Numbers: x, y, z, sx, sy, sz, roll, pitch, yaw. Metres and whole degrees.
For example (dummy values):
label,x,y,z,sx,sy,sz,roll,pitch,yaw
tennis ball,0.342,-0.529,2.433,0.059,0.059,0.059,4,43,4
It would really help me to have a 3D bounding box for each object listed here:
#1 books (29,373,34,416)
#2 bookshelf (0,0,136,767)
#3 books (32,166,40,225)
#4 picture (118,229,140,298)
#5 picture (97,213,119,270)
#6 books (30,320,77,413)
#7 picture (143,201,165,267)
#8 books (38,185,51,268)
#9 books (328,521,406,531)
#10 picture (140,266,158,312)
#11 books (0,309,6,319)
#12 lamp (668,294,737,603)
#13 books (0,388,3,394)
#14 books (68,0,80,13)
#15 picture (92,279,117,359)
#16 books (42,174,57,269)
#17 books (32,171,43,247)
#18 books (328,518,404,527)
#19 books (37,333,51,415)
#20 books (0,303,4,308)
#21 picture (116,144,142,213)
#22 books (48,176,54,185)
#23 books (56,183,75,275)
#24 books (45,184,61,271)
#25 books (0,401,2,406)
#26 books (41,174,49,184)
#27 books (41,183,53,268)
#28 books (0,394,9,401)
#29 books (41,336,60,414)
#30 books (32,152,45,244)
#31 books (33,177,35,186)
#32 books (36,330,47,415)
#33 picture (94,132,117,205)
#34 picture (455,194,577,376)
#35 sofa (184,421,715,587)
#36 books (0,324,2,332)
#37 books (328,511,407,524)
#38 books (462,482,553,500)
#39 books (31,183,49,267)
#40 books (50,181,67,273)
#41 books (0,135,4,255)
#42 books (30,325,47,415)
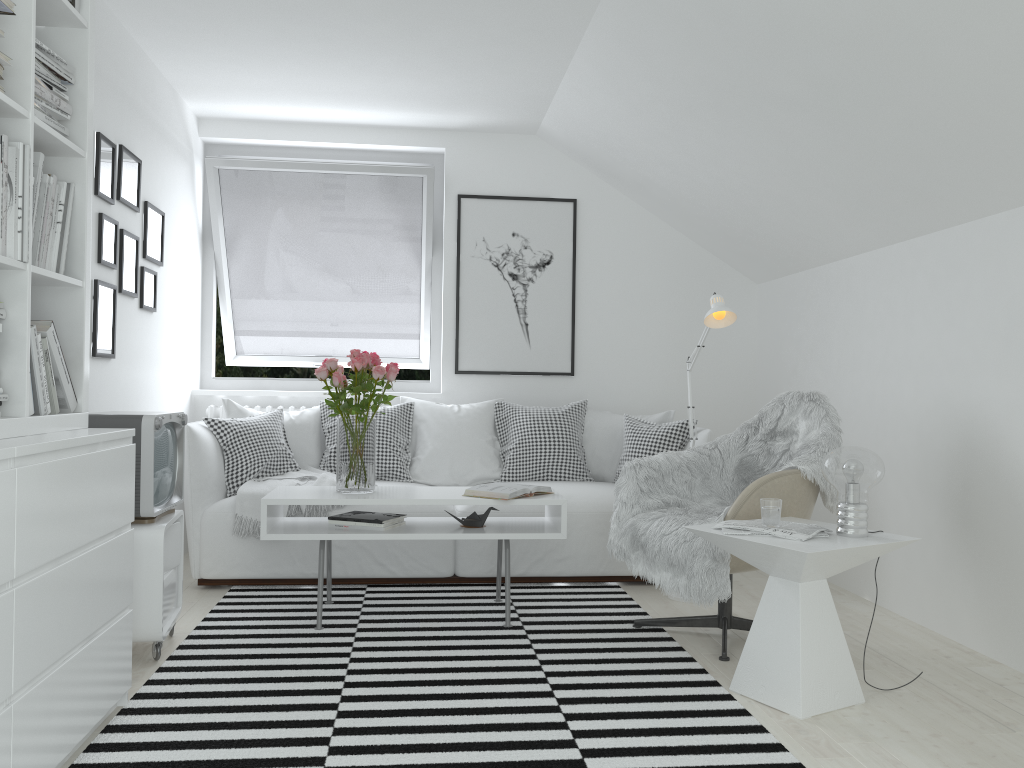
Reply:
label,x,y,z,sx,sy,sz,roll,pitch,yaw
books,-1.317,-0.038,2.250,0.172,0.239,0.093,1,0,-6
bookshelf,-1.246,-0.259,1.828,0.440,2.416,1.595,1,0,-6
books,-1.338,-0.441,2.320,0.159,0.278,0.085,1,0,-6
picture,-1.684,-0.527,3.904,0.018,0.274,0.225,1,0,-6
picture,-1.653,-0.582,3.634,0.018,0.202,0.196,1,0,-6
books,-1.335,-0.045,2.461,0.176,0.255,0.226,1,0,-6
picture,-1.720,-0.717,4.265,0.019,0.266,0.290,1,0,-6
books,-1.351,-0.425,2.408,0.161,0.248,0.077,1,0,-6
books,-0.603,0.583,3.693,0.259,0.014,0.191,1,0,21
picture,-1.718,-0.446,4.195,0.017,0.194,0.218,1,0,-6
books,-1.319,-0.174,2.018,0.176,0.025,0.331,1,0,-6
lamp,0.837,0.303,3.944,0.196,1.373,0.527,1,0,-2
books,-1.320,0.016,2.016,0.182,0.016,0.288,1,0,-6
books,-1.333,-1.200,2.539,0.176,0.290,0.053,1,0,-6
picture,-1.655,-0.259,3.606,0.019,0.306,0.232,1,0,-6
books,-1.379,-0.447,2.467,0.180,0.293,0.103,1,0,-6
books,-1.368,-0.442,2.370,0.182,0.282,0.090,1,0,-6
books,-0.606,0.569,3.696,0.254,0.014,0.191,1,0,19
books,-1.325,-0.027,2.355,0.161,0.218,0.101,1,0,-6
books,-1.309,-0.193,2.022,0.159,0.012,0.285,1,0,-6
picture,-1.674,-0.895,3.884,0.021,0.236,0.275,1,0,-6
books,-1.377,-0.441,2.443,0.182,0.282,0.090,1,0,-6
books,-1.358,-0.442,2.529,0.182,0.282,0.090,1,0,-6
books,-1.376,-0.435,2.489,0.174,0.269,0.091,1,0,-6
books,-1.359,0.045,2.005,0.251,0.012,0.312,1,0,-6
books,-1.356,-0.440,2.399,0.159,0.278,0.085,1,0,-6
books,-1.361,-0.429,2.424,0.167,0.258,0.085,1,0,-6
books,-1.310,0.032,2.023,0.182,0.016,0.288,1,0,-6
books,-1.324,-0.024,2.394,0.161,0.213,0.118,1,0,-6
books,-1.350,-0.463,2.345,0.176,0.325,0.109,1,0,-6
books,-1.340,-0.424,2.301,0.161,0.248,0.077,1,0,-6
books,-1.318,-0.034,2.326,0.152,0.232,0.104,1,0,-6
picture,-1.643,-0.868,3.587,0.018,0.248,0.196,1,0,-6
picture,0.025,-0.590,5.331,0.720,1.072,0.015,1,0,-6
sofa,-0.316,0.592,4.674,2.647,0.768,0.917,1,0,-6
books,-1.313,-0.138,2.015,0.174,0.021,0.273,1,0,-6
books,-0.601,0.556,3.702,0.257,0.012,0.207,1,0,22
books,-0.012,0.443,3.706,0.231,0.040,0.342,1,0,36
books,-1.346,-0.425,2.383,0.161,0.249,0.078,1,0,-6
books,-1.373,-0.443,2.511,0.182,0.282,0.090,1,0,-6
books,-1.303,-0.447,2.099,0.182,0.288,0.016,1,0,-6
books,-1.312,-0.036,2.294,0.172,0.235,0.112,1,0,-6
